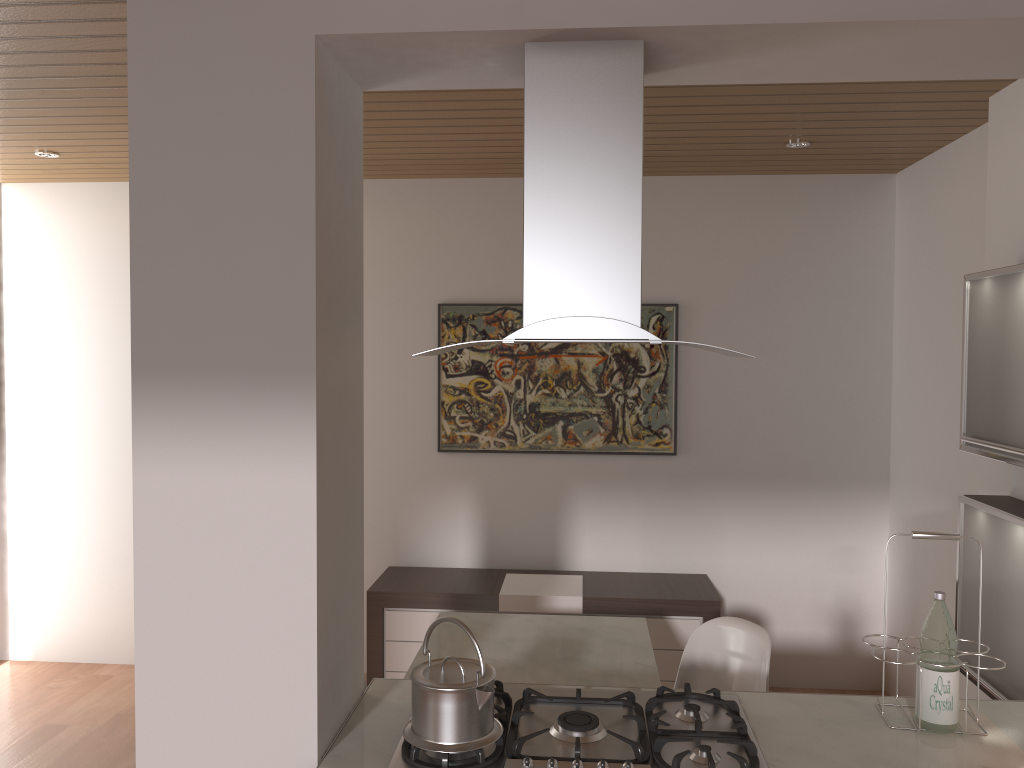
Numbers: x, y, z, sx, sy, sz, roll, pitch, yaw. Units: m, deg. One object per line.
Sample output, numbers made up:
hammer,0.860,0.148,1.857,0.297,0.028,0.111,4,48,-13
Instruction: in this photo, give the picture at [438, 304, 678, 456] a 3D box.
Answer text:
picture,0.237,-0.027,4.732,1.277,0.801,0.018,0,2,5

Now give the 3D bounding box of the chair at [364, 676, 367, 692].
chair,-0.392,1.251,2.849,0.608,0.847,0.491,1,2,10

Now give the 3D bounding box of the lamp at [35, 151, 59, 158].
lamp,-2.194,-1.107,4.185,0.102,0.055,0.102,0,2,-12

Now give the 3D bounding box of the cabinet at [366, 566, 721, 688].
cabinet,0.157,1.308,4.513,1.740,0.608,0.540,0,2,5

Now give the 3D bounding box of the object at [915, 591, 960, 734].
object,0.994,0.644,2.069,0.091,0.319,0.091,2,3,40

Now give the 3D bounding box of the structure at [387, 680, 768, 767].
structure,0.153,0.780,2.039,0.797,0.047,0.494,0,2,5

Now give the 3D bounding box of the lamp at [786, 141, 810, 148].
lamp,1.260,-1.078,3.905,0.102,0.055,0.102,1,2,21

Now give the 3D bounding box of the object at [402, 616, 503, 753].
object,-0.129,0.635,1.939,0.221,0.251,0.221,0,2,-3

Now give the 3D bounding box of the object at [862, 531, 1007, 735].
object,1.003,0.578,2.119,0.291,0.453,0.210,1,2,10

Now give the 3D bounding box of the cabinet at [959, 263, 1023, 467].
cabinet,1.511,-0.059,2.697,0.172,0.600,0.619,0,2,-10

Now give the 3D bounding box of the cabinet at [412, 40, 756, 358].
cabinet,0.732,-0.227,1.372,2.058,1.032,1.399,1,2,9

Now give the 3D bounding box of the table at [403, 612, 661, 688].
table,0.069,1.295,2.912,0.800,0.758,1.100,0,2,5

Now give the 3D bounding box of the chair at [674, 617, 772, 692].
chair,0.559,1.252,2.960,0.608,0.847,0.491,-1,2,-25

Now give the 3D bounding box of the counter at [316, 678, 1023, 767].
counter,0.625,0.849,1.369,2.150,0.036,1.850,0,2,5

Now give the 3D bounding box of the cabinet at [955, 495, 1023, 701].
cabinet,1.568,0.690,2.741,0.194,0.600,0.598,0,2,5
